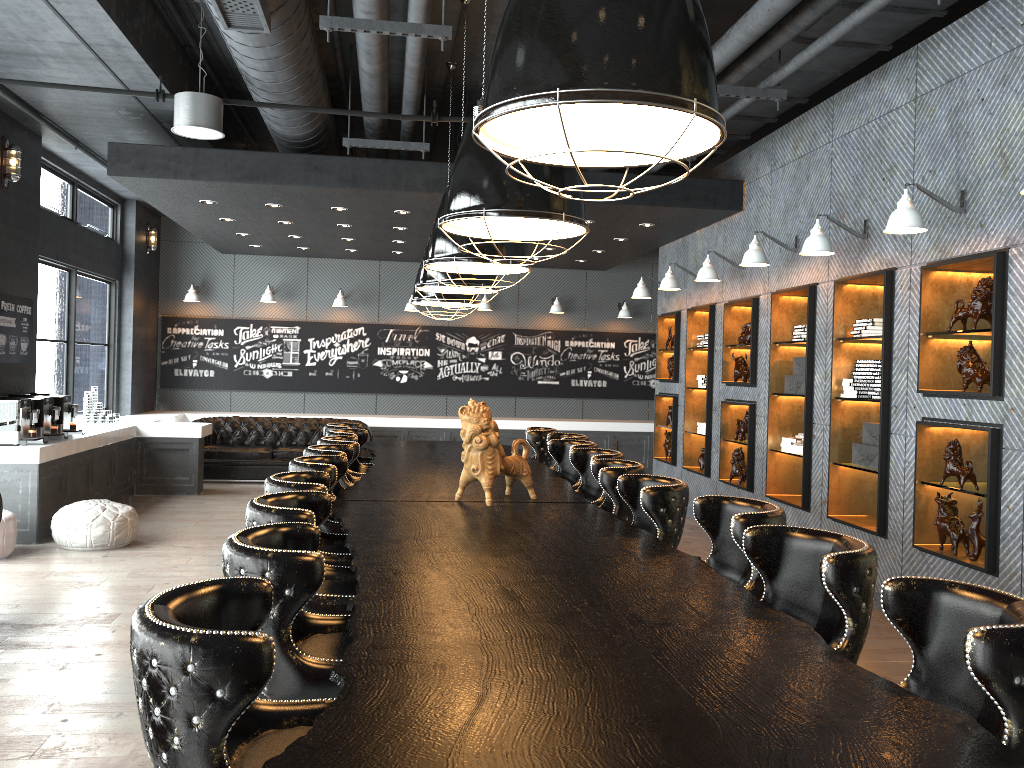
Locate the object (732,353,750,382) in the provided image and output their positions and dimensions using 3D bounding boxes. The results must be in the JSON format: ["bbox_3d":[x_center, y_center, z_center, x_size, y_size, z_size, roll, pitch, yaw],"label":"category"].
[{"bbox_3d":[2.250,-0.152,8.628,0.154,0.309,0.324,2,1,-3],"label":"object"}]

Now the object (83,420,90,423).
[{"bbox_3d":[-4.871,0.406,10.161,0.074,0.073,0.074,2,1,12],"label":"object"}]

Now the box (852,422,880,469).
[{"bbox_3d":[2.659,0.445,6.441,0.323,0.315,0.419,2,1,-8],"label":"box"}]

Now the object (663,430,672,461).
[{"bbox_3d":[1.940,0.743,10.777,0.170,0.362,0.269,1,1,-15],"label":"object"}]

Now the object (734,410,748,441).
[{"bbox_3d":[2.251,0.405,8.659,0.143,0.306,0.317,2,1,-13],"label":"object"}]

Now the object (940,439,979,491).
[{"bbox_3d":[2.680,0.480,5.312,0.135,0.294,0.256,2,1,0],"label":"object"}]

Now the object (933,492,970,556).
[{"bbox_3d":[2.708,0.853,5.439,0.168,0.359,0.266,1,1,-15],"label":"object"}]

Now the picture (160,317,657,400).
[{"bbox_3d":[0.766,-0.327,14.581,12.465,1.103,0.200,1,0,-8],"label":"picture"}]

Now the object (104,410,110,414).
[{"bbox_3d":[-4.727,0.346,10.345,0.074,0.073,0.074,2,1,12],"label":"object"}]

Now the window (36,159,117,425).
[{"bbox_3d":[-4.056,-0.406,1.879,0.120,3.729,20.798,2,1,-8],"label":"window"}]

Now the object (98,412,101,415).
[{"bbox_3d":[-4.797,0.319,10.254,0.074,0.073,0.074,2,1,12],"label":"object"}]

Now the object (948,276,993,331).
[{"bbox_3d":[2.765,-0.478,5.314,0.152,0.325,0.292,2,1,-10],"label":"object"}]

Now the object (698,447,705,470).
[{"bbox_3d":[2.198,0.824,9.704,0.314,0.251,0.157,2,0,7],"label":"object"}]

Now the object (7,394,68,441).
[{"bbox_3d":[-4.452,0.310,8.263,0.503,0.426,0.335,2,1,-8],"label":"object"}]

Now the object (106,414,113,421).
[{"bbox_3d":[-4.622,0.386,10.196,0.074,0.073,0.074,2,1,12],"label":"object"}]

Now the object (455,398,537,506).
[{"bbox_3d":[-0.069,0.347,4.578,0.249,0.545,0.475,2,1,45],"label":"object"}]

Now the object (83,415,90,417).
[{"bbox_3d":[-4.869,0.345,10.161,0.074,0.073,0.074,2,1,12],"label":"object"}]

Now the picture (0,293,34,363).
[{"bbox_3d":[-4.721,-0.514,8.142,0.086,0.634,1.389,2,1,-8],"label":"picture"}]

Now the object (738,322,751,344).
[{"bbox_3d":[2.279,-0.488,8.589,0.138,0.222,0.278,2,1,-9],"label":"object"}]

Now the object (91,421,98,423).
[{"bbox_3d":[-4.788,0.409,10.173,0.074,0.073,0.074,2,1,12],"label":"object"}]

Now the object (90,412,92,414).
[{"bbox_3d":[-4.880,0.317,10.242,0.074,0.073,0.074,2,1,12],"label":"object"}]

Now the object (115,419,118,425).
[{"bbox_3d":[-4.646,0.444,10.357,0.074,0.073,0.074,2,1,12],"label":"object"}]

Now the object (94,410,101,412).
[{"bbox_3d":[-4.796,0.284,10.254,0.074,0.073,0.074,2,1,12],"label":"object"}]

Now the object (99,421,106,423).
[{"bbox_3d":[-4.706,0.411,10.185,0.074,0.073,0.074,2,1,12],"label":"object"}]

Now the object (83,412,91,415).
[{"bbox_3d":[-4.869,0.319,10.161,0.074,0.073,0.074,2,1,12],"label":"object"}]

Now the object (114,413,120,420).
[{"bbox_3d":[-4.656,0.381,10.439,0.074,0.073,0.074,2,1,23],"label":"object"}]

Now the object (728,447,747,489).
[{"bbox_3d":[2.216,0.809,8.595,0.177,0.388,0.338,2,1,0],"label":"object"}]

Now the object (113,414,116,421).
[{"bbox_3d":[-4.633,0.384,10.278,0.074,0.073,0.074,2,1,12],"label":"object"}]

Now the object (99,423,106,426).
[{"bbox_3d":[-4.707,0.445,10.185,0.074,0.073,0.074,2,1,12],"label":"object"}]

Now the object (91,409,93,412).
[{"bbox_3d":[-4.879,0.282,10.242,0.074,0.073,0.074,2,1,12],"label":"object"}]

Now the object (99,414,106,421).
[{"bbox_3d":[-4.705,0.384,10.184,0.074,0.073,0.074,2,1,12],"label":"object"}]

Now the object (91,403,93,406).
[{"bbox_3d":[-4.878,0.221,10.242,0.074,0.073,0.074,2,1,12],"label":"object"}]

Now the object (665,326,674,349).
[{"bbox_3d":[1.941,-0.566,10.752,0.097,0.290,0.290,2,1,-10],"label":"object"}]

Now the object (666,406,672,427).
[{"bbox_3d":[1.996,0.391,10.801,0.253,0.249,0.126,1,1,-33],"label":"object"}]

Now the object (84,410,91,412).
[{"bbox_3d":[-4.868,0.284,10.160,0.074,0.073,0.074,2,1,12],"label":"object"}]

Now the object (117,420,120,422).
[{"bbox_3d":[-4.657,0.408,10.439,0.074,0.073,0.074,2,1,23],"label":"object"}]

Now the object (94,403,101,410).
[{"bbox_3d":[-4.795,0.258,10.254,0.074,0.073,0.074,2,1,12],"label":"object"}]

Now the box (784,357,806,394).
[{"bbox_3d":[2.504,-0.071,7.543,0.298,0.315,0.419,2,1,-8],"label":"box"}]

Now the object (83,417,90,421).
[{"bbox_3d":[-4.870,0.380,10.161,0.074,0.073,0.074,2,1,12],"label":"object"}]

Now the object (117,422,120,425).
[{"bbox_3d":[-4.658,0.443,10.439,0.074,0.073,0.074,2,1,23],"label":"object"}]

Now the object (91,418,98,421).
[{"bbox_3d":[-4.787,0.382,10.173,0.074,0.073,0.074,2,1,12],"label":"object"}]

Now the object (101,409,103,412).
[{"bbox_3d":[-4.807,0.283,10.333,0.074,0.073,0.074,2,1,12],"label":"object"}]

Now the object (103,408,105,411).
[{"bbox_3d":[-4.820,0.316,10.415,0.074,0.073,0.074,2,1,23],"label":"object"}]

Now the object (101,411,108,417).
[{"bbox_3d":[-4.716,0.348,10.266,0.074,0.073,0.074,2,1,12],"label":"object"}]

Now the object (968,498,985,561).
[{"bbox_3d":[2.776,0.856,5.187,0.198,0.358,0.116,2,0,22],"label":"object"}]

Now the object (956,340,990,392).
[{"bbox_3d":[2.758,-0.092,5.259,0.159,0.338,0.242,2,0,-3],"label":"object"}]

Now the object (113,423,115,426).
[{"bbox_3d":[-4.635,0.446,10.278,0.074,0.073,0.074,2,1,12],"label":"object"}]

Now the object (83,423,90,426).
[{"bbox_3d":[-4.872,0.441,10.161,0.074,0.073,0.074,2,1,12],"label":"object"}]

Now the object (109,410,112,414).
[{"bbox_3d":[-4.739,0.344,10.427,0.074,0.073,0.074,2,1,23],"label":"object"}]

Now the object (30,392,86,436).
[{"bbox_3d":[-4.522,0.300,8.759,0.503,0.426,0.335,2,1,-8],"label":"object"}]

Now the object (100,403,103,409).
[{"bbox_3d":[-4.806,0.256,10.333,0.074,0.073,0.074,2,1,12],"label":"object"}]

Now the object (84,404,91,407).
[{"bbox_3d":[-4.866,0.222,10.160,0.074,0.073,0.074,2,1,12],"label":"object"}]

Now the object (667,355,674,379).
[{"bbox_3d":[1.970,-0.193,10.737,0.155,0.329,0.236,2,0,-3],"label":"object"}]

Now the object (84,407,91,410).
[{"bbox_3d":[-4.867,0.257,10.160,0.074,0.073,0.074,2,1,12],"label":"object"}]

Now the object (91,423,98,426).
[{"bbox_3d":[-4.789,0.443,10.173,0.074,0.073,0.074,2,1,12],"label":"object"}]

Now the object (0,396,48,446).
[{"bbox_3d":[-4.379,0.320,7.751,0.503,0.426,0.335,2,1,-8],"label":"object"}]

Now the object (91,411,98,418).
[{"bbox_3d":[-4.786,0.347,10.173,0.074,0.073,0.074,2,1,12],"label":"object"}]

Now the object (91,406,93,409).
[{"bbox_3d":[-4.879,0.255,10.242,0.074,0.073,0.074,2,1,12],"label":"object"}]
